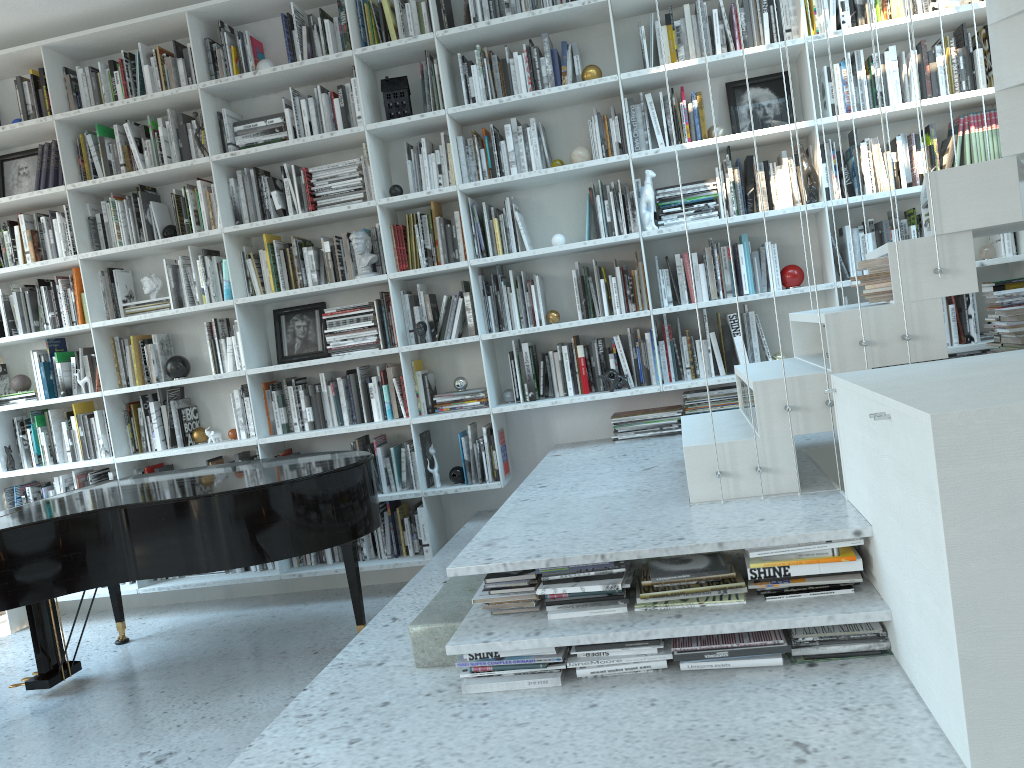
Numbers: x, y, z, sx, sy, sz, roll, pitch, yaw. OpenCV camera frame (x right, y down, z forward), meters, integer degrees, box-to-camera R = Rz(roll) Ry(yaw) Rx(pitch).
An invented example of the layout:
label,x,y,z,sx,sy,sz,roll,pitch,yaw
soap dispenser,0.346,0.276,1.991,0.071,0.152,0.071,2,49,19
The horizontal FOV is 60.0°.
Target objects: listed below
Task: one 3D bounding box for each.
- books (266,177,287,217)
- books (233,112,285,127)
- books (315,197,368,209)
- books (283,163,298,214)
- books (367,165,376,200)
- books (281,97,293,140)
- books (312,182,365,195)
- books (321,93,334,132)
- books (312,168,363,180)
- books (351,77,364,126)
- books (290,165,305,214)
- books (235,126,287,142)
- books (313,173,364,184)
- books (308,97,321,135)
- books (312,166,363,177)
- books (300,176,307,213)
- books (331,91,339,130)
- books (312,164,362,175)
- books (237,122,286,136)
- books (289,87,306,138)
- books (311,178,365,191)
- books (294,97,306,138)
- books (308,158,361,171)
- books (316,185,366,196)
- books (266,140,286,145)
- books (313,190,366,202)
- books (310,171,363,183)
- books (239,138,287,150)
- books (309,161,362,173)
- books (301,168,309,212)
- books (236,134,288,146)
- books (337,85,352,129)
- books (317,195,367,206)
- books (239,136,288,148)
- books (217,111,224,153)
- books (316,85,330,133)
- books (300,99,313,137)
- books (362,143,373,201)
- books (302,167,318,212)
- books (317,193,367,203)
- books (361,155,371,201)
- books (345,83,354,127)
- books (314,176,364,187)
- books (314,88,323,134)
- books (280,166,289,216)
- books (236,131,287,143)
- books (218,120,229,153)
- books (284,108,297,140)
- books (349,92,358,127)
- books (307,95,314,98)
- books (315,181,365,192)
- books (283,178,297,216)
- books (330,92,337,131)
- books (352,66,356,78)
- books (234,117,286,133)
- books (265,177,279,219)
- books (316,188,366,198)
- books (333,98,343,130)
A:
label,x,y,z,sx,sy,sz,roll,pitch,yaw
books,-1.216,-0.968,4.689,0.066,0.237,0.153,-8,4,11
books,-1.302,-1.378,4.683,0.285,0.024,0.159,-8,3,11
books,-0.868,-0.940,4.643,0.285,0.012,0.159,-8,3,12
books,-1.126,-1.008,4.678,0.049,0.291,0.162,-8,4,11
books,-0.693,-1.021,4.599,0.030,0.198,0.171,-8,4,11
books,-1.147,-1.356,4.643,0.012,0.254,0.160,-8,4,11
books,-0.880,-1.012,4.638,0.285,0.012,0.159,-8,3,12
books,-0.924,-1.370,4.592,0.023,0.223,0.190,-8,4,11
books,-0.892,-1.083,4.624,0.254,0.012,0.160,-8,3,16
books,-0.736,-1.400,4.501,0.037,0.237,0.272,-8,3,11
books,-1.092,-1.001,4.658,0.021,0.269,0.191,-8,4,11
books,-1.293,-1.305,4.676,0.285,0.024,0.159,-8,3,16
books,-0.887,-1.060,4.632,0.254,0.012,0.160,-8,3,13
books,-0.998,-1.359,4.616,0.028,0.219,0.183,-8,4,11
books,-0.893,-1.097,4.630,0.254,0.012,0.160,-8,3,13
books,-1.064,-0.979,4.671,0.024,0.216,0.132,-8,4,11
books,-0.886,-1.379,4.590,0.012,0.230,0.158,-8,4,11
books,-0.894,-1.110,4.633,0.254,0.012,0.160,-8,3,11
books,-1.296,-1.329,4.677,0.254,0.025,0.160,-8,3,7
books,-1.093,-1.377,4.615,0.011,0.284,0.190,-8,4,11
books,-0.884,-1.035,4.631,0.285,0.012,0.159,-8,3,14
books,-1.071,-1.358,4.629,0.021,0.238,0.171,-8,4,11
books,-0.898,-1.133,4.627,0.285,0.012,0.159,-8,3,13
books,-0.878,-1.000,4.636,0.254,0.012,0.160,-8,3,9
books,-1.284,-1.240,4.685,0.285,0.012,0.159,-8,3,14
books,-0.875,-0.976,4.635,0.285,0.012,0.159,-8,3,8
books,-0.888,-1.072,4.634,0.285,0.012,0.159,-8,3,10
books,-1.287,-1.251,4.680,0.254,0.012,0.160,-8,3,16
books,-0.898,-1.121,4.621,0.285,0.012,0.159,-8,3,6
books,-1.048,-0.995,4.658,0.015,0.245,0.183,-8,4,11
books,-1.289,-1.276,4.682,0.285,0.012,0.159,-8,3,8
books,-0.839,-1.395,4.575,0.032,0.248,0.173,-8,4,11
books,-0.870,-0.952,4.644,0.254,0.012,0.160,-8,3,11
books,-1.288,-1.264,4.683,0.254,0.012,0.160,-8,3,8
books,-1.508,-1.307,4.726,0.012,0.254,0.160,-8,4,11
books,-0.949,-1.391,4.603,0.023,0.270,0.184,-8,4,11
books,-1.037,-1.352,4.621,0.027,0.216,0.190,-8,4,11
books,-0.722,-1.078,4.602,0.012,0.319,0.139,-8,4,11
books,-1.037,-0.997,4.643,0.013,0.247,0.176,-8,4,11
books,-0.872,-0.964,4.641,0.254,0.012,0.160,-8,3,10
books,-0.732,-1.043,4.591,0.012,0.254,0.160,-8,4,11
books,-0.808,-1.406,4.584,0.029,0.261,0.132,-8,4,11
books,-0.886,-1.047,4.631,0.254,0.012,0.160,-8,3,8
books,-0.970,-1.391,4.628,0.029,0.274,0.140,-8,4,11
books,-1.174,-0.999,4.691,0.022,0.285,0.130,-8,4,11
books,-1.291,-1.288,4.684,0.285,0.012,0.159,-8,3,9
books,-1.489,-1.282,4.705,0.027,0.201,0.167,-8,4,11
books,-1.125,-1.325,4.637,0.025,0.187,0.193,-8,4,11
books,-0.778,-1.380,4.567,0.029,0.202,0.191,-8,4,11
books,-1.018,-1.369,4.628,0.012,0.244,0.131,-8,4,11
books,-0.881,-1.024,4.637,0.254,0.012,0.160,-8,3,12
books,-1.148,-0.967,4.683,0.024,0.217,0.147,-8,4,11
books,-0.896,-1.378,4.598,0.010,0.230,0.152,-8,4,11
books,-0.765,-1.449,4.567,0.012,0.334,0.155,-8,4,11
books,-1.299,-1.354,4.679,0.285,0.024,0.159,-8,3,13
books,-1.253,-0.964,4.702,0.011,0.240,0.147,-8,4,11
books,-0.876,-0.988,4.637,0.254,0.012,0.160,-8,3,13
books,-0.864,-1.361,4.583,0.029,0.188,0.175,-8,4,11
